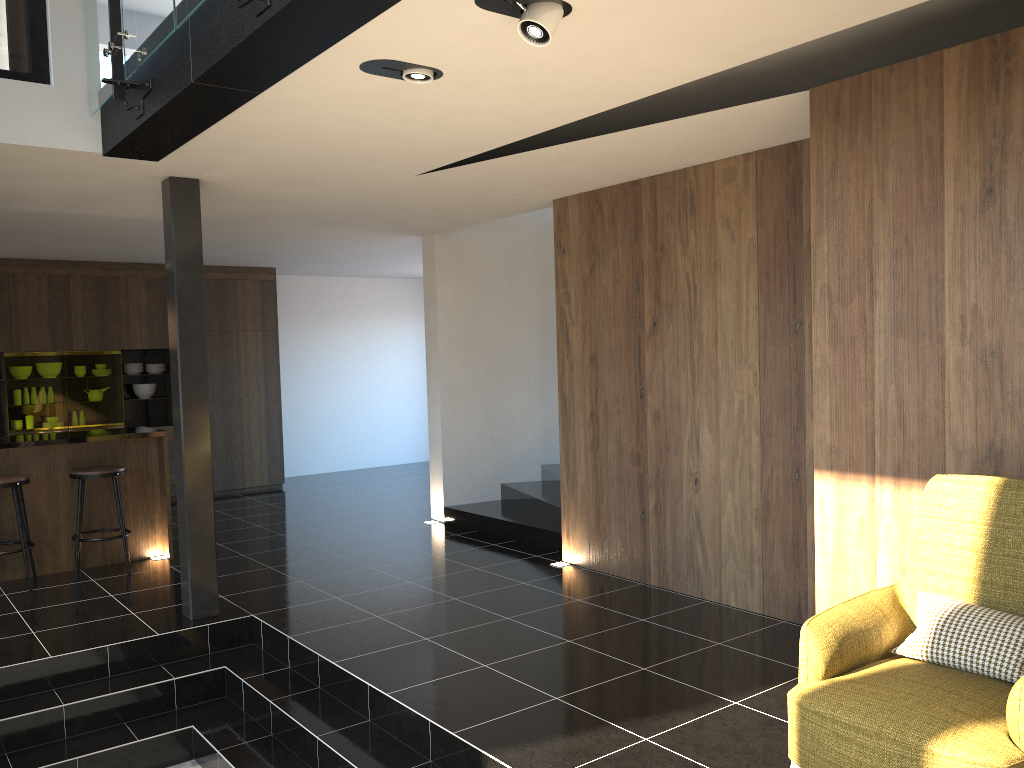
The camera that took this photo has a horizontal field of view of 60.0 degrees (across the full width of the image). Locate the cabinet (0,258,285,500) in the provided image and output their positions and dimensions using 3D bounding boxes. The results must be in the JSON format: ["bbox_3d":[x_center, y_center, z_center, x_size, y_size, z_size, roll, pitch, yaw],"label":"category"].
[{"bbox_3d":[-5.841,0.081,9.124,6.889,2.692,0.869,-3,3,-37],"label":"cabinet"}]

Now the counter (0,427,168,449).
[{"bbox_3d":[-4.392,0.473,6.304,3.572,0.041,0.698,-3,3,-37],"label":"counter"}]

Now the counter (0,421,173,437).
[{"bbox_3d":[-5.827,0.567,9.154,4.589,0.005,0.862,-3,3,-37],"label":"counter"}]

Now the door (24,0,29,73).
[{"bbox_3d":[-2.782,-2.699,5.056,0.104,2.349,0.931,-4,3,-37],"label":"door"}]

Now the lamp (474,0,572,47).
[{"bbox_3d":[0.038,-1.225,2.839,0.346,0.247,0.195,-3,3,-37],"label":"lamp"}]

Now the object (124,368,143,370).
[{"bbox_3d":[-4.433,-0.164,10.376,0.220,0.033,0.220,-3,2,-27],"label":"object"}]

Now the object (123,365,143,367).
[{"bbox_3d":[-4.434,-0.197,10.374,0.220,0.033,0.220,-3,2,-27],"label":"object"}]

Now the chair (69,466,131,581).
[{"bbox_3d":[-3.118,1.040,6.725,0.412,0.800,0.412,-3,3,-28],"label":"chair"}]

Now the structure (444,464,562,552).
[{"bbox_3d":[2.111,-0.202,6.193,1.963,3.019,6.661,-4,3,-37],"label":"structure"}]

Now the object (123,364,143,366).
[{"bbox_3d":[-4.435,-0.210,10.373,0.220,0.033,0.220,-3,2,-27],"label":"object"}]

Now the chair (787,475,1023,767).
[{"bbox_3d":[1.417,0.894,2.844,1.030,1.098,0.807,-4,3,-38],"label":"chair"}]

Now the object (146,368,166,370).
[{"bbox_3d":[-4.230,-0.165,10.529,0.220,0.033,0.220,0,3,36],"label":"object"}]

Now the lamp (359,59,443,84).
[{"bbox_3d":[-0.431,-1.278,3.455,0.346,0.158,0.195,-3,3,-37],"label":"lamp"}]

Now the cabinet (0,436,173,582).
[{"bbox_3d":[-4.375,0.991,6.331,3.562,0.994,0.698,-3,3,-37],"label":"cabinet"}]

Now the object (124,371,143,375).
[{"bbox_3d":[-4.432,-0.128,10.377,0.220,0.033,0.220,-3,2,-27],"label":"object"}]

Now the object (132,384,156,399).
[{"bbox_3d":[-4.336,0.086,10.469,0.264,0.170,0.264,0,3,28],"label":"object"}]

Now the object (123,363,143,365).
[{"bbox_3d":[-4.435,-0.222,10.373,0.220,0.033,0.220,-3,2,-27],"label":"object"}]

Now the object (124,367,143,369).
[{"bbox_3d":[-4.434,-0.176,10.375,0.220,0.033,0.220,-3,2,-27],"label":"object"}]

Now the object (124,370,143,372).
[{"bbox_3d":[-4.432,-0.141,10.377,0.220,0.033,0.220,-3,2,-27],"label":"object"}]

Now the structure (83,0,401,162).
[{"bbox_3d":[-0.837,0.089,1.115,3.446,4.871,7.278,-4,3,-38],"label":"structure"}]

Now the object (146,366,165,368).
[{"bbox_3d":[-4.231,-0.188,10.528,0.220,0.033,0.220,0,3,36],"label":"object"}]

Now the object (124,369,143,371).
[{"bbox_3d":[-4.433,-0.153,10.376,0.220,0.033,0.220,-3,2,-27],"label":"object"}]

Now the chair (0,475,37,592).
[{"bbox_3d":[-3.644,1.070,6.328,0.412,0.800,0.412,-3,3,-28],"label":"chair"}]

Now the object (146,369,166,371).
[{"bbox_3d":[-4.230,-0.153,10.530,0.220,0.033,0.220,0,3,36],"label":"object"}]

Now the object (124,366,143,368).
[{"bbox_3d":[-4.434,-0.187,10.375,0.220,0.033,0.220,-3,2,-27],"label":"object"}]

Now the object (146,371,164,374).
[{"bbox_3d":[-4.229,-0.140,10.530,0.220,0.033,0.220,0,3,36],"label":"object"}]
